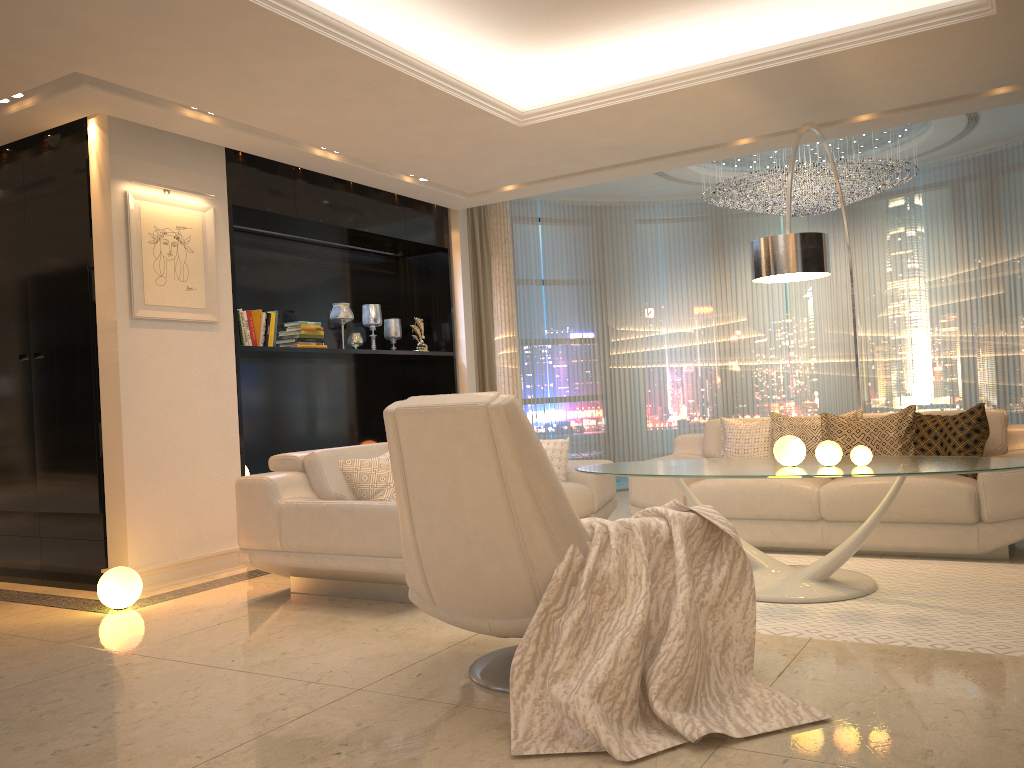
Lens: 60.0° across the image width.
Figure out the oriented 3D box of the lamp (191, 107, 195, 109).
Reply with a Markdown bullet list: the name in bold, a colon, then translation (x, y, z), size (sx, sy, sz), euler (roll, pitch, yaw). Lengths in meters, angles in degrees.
- **lamp**: translation (-1.738, -1.584, 4.890), size (0.107, 0.127, 0.107), euler (-4, -1, 42)

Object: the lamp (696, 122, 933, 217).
- **lamp**: translation (2.641, -1.857, 7.966), size (2.109, 0.685, 2.109), euler (-3, -1, -14)

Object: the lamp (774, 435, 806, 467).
- **lamp**: translation (1.285, 0.310, 4.106), size (0.143, 0.143, 0.143), euler (-3, -1, 15)

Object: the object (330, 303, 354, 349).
- **object**: translation (-1.328, -0.438, 6.949), size (0.181, 0.381, 0.181), euler (-4, -1, 25)

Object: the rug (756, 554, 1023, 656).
- **rug**: translation (1.326, 0.959, 4.185), size (2.900, 0.020, 1.661), euler (-4, -1, 31)

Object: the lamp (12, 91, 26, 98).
- **lamp**: translation (-2.561, -1.544, 4.567), size (0.107, 0.127, 0.107), euler (-3, -1, 12)

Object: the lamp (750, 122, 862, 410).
- **lamp**: translation (1.881, -0.309, 5.306), size (0.393, 2.519, 2.009), euler (-4, -1, 31)

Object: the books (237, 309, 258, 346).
- **books**: translation (-1.859, -0.370, 5.889), size (0.208, 0.270, 0.240), euler (-4, -1, 31)

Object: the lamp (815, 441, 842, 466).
- **lamp**: translation (1.435, 0.314, 4.017), size (0.115, 0.115, 0.115), euler (-3, -1, -34)

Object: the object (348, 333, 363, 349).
- **object**: translation (-1.245, -0.327, 7.053), size (0.119, 0.154, 0.119), euler (-4, -1, 41)

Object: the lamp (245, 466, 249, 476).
- **lamp**: translation (-1.873, 0.619, 5.950), size (0.213, 0.214, 0.212), euler (-3, -1, -20)

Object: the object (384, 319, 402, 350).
- **object**: translation (-1.023, -0.397, 7.639), size (0.147, 0.317, 0.147), euler (-4, -1, 33)

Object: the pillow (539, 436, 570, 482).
- **pillow**: translation (0.125, 0.488, 5.784), size (0.521, 0.325, 0.281), euler (-4, -1, 40)

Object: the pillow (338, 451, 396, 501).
- **pillow**: translation (-0.665, 0.536, 4.852), size (0.351, 0.329, 0.521), euler (-4, -1, 31)

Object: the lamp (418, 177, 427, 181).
- **lamp**: translation (-0.664, -1.600, 6.698), size (0.107, 0.127, 0.107), euler (-3, -1, 12)

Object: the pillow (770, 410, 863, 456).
- **pillow**: translation (1.902, 0.373, 5.534), size (0.587, 0.429, 0.288), euler (-3, -1, 6)

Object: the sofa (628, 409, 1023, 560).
- **sofa**: translation (1.985, 0.571, 5.388), size (2.328, 0.754, 1.145), euler (-4, -1, 31)

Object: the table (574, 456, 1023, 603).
- **table**: translation (1.293, 0.666, 4.211), size (2.140, 0.565, 0.999), euler (-4, -1, 30)

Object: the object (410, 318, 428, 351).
- **object**: translation (-0.790, -0.414, 7.549), size (0.116, 0.293, 0.182), euler (-4, -1, 28)

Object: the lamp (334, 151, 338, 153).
- **lamp**: translation (-1.148, -1.599, 5.879), size (0.107, 0.127, 0.107), euler (-3, -1, 12)

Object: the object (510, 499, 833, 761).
- **object**: translation (0.262, 0.704, 2.994), size (0.972, 0.580, 1.347), euler (-3, -1, -22)

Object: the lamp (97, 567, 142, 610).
- **lamp**: translation (-2.017, 1.048, 4.561), size (0.213, 0.214, 0.212), euler (-3, -1, -20)

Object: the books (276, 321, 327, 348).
- **books**: translation (-1.535, -0.345, 6.483), size (0.260, 0.197, 0.296), euler (-4, -1, 33)

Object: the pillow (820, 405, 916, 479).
- **pillow**: translation (2.137, 0.351, 5.308), size (0.575, 0.436, 0.301), euler (-4, -1, 37)

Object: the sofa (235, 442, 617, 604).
- **sofa**: translation (-0.358, 0.698, 5.276), size (1.145, 0.754, 2.328), euler (-4, -1, 31)

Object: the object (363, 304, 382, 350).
- **object**: translation (-1.164, -0.448, 7.422), size (0.156, 0.426, 0.156), euler (-4, -1, 36)

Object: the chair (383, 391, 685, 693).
- **chair**: translation (0.047, 0.519, 3.057), size (1.027, 0.991, 0.983), euler (-4, -1, 30)

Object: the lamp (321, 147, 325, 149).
- **lamp**: translation (-1.210, -1.598, 5.774), size (0.107, 0.127, 0.107), euler (-4, -1, 42)

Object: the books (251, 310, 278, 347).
- **books**: translation (-1.744, -0.369, 6.090), size (0.212, 0.261, 0.210), euler (-4, -1, 31)

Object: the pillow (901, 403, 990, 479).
- **pillow**: translation (2.469, 0.329, 5.081), size (0.301, 0.436, 0.575), euler (-3, -1, -28)

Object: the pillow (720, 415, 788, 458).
- **pillow**: translation (1.546, 0.398, 5.713), size (0.463, 0.380, 0.222), euler (-4, -1, 35)

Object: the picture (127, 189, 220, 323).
- **picture**: translation (-1.999, -0.740, 5.251), size (0.027, 0.729, 0.610), euler (-4, -1, 31)

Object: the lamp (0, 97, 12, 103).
- **lamp**: translation (-2.671, -1.537, 4.634), size (0.107, 0.127, 0.107), euler (-3, -1, 12)

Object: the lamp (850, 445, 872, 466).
- **lamp**: translation (1.554, 0.319, 3.945), size (0.090, 0.091, 0.090), euler (-3, -1, -9)
